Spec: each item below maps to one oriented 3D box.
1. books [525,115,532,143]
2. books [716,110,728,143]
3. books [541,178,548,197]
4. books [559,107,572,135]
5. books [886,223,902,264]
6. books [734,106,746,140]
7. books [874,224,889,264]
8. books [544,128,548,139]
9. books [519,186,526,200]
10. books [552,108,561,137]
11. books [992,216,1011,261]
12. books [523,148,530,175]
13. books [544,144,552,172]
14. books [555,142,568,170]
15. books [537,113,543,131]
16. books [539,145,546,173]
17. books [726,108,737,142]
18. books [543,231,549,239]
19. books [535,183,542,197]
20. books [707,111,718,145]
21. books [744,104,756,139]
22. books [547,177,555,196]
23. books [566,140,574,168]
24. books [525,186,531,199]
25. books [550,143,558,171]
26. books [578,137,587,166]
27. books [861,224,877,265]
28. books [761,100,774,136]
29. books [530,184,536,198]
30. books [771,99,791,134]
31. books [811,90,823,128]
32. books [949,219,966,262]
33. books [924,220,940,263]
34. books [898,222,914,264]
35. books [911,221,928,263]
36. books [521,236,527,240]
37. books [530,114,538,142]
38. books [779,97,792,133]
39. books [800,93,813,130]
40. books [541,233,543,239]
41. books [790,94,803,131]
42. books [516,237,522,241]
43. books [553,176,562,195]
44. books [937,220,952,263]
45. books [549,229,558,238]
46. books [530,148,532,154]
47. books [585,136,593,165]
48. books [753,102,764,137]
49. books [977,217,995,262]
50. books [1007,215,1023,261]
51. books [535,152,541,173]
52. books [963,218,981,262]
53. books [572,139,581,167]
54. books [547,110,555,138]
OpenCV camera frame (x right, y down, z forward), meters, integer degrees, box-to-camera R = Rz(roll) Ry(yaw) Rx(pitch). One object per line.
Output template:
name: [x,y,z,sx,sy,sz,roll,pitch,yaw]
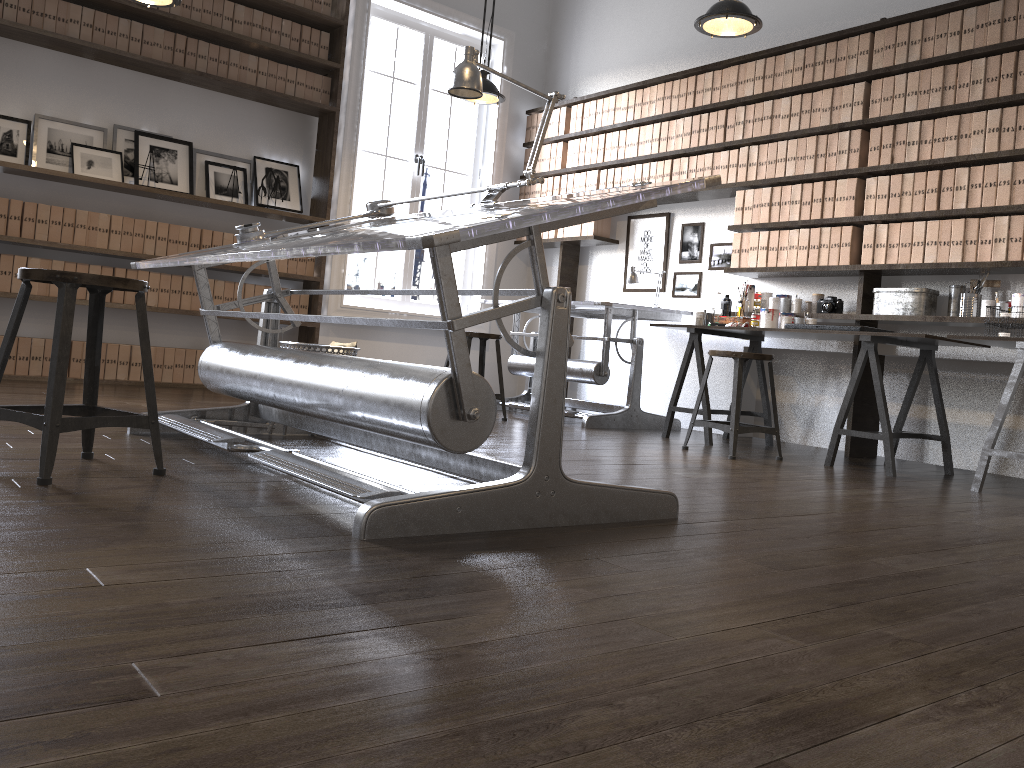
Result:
books: [0.202,-2.116,7.415,0.174,0.226,0.067,5,-1,-38]
books: [1.428,-1.667,5.816,0.174,0.226,0.067,5,-1,-38]
books: [0.325,-1.544,7.196,0.174,0.226,0.067,5,-1,-38]
books: [0.468,-2.081,7.081,0.174,0.226,0.067,5,-1,-38]
books: [2.125,-0.752,4.830,0.174,0.226,0.067,5,-1,-38]
books: [1.518,-1.655,5.701,0.174,0.226,0.067,5,-1,-38]
books: [2.079,-0.758,4.882,0.174,0.226,0.067,5,-1,-38]
books: [0.340,-2.098,7.250,0.174,0.226,0.067,5,-1,-38]
books: [0.147,-1.568,7.413,0.174,0.226,0.067,5,-1,-38]
books: [0.422,-2.087,7.137,0.174,0.226,0.067,5,-1,-38]
books: [2.460,-0.707,4.393,0.174,0.226,0.067,5,-1,-38]
books: [0.187,-1.839,7.406,0.174,0.226,0.067,5,-1,-38]
books: [0.351,-1.817,7.189,0.174,0.226,0.067,5,-1,-38]
books: [0.441,-1.805,7.083,0.174,0.226,0.067,5,-1,-38]
books: [0.294,-2.104,7.303,0.174,0.226,0.067,5,-1,-38]
books: [0.314,-1.822,7.244,0.174,0.226,0.067,5,-1,-38]
books: [1.478,-1.661,5.760,0.174,0.226,0.067,5,-1,-38]
books: [0.342,-1.262,7.128,0.174,0.226,0.067,5,-1,-38]
books: [0.278,-1.551,7.250,0.174,0.226,0.067,5,-1,-38]
books: [1.386,-1.673,5.877,0.174,0.226,0.067,5,-1,-38]
books: [1.565,-1.649,5.648,0.174,0.226,0.067,5,-1,-38]
books: [0.367,-1.539,7.134,0.174,0.226,0.067,5,-1,-38]
books: [0.522,-1.788,6.975,0.174,0.226,0.067,5,-1,-38]
books: [0.193,-1.562,7.364,0.174,0.226,0.067,5,-1,-38]
books: [0.397,-1.811,7.139,0.174,0.226,0.067,5,-1,-38]
books: [0.608,-1.777,6.859,0.174,0.226,0.067,5,-1,-38]
books: [2.031,-0.764,4.937,0.174,0.226,0.067,5,-1,-38]
books: [1.646,-1.638,5.536,0.174,0.226,0.067,5,-1,-38]
books: [0.237,-1.556,7.308,0.174,0.226,0.067,5,-1,-38]
books: [1.691,-1.632,5.486,0.174,0.226,0.067,5,-1,-38]
books: [1.862,-1.610,5.271,0.174,0.226,0.067,5,-1,-38]
books: [2.330,-0.724,4.557,0.174,0.226,0.067,5,-1,-38]
books: [2.253,-0.734,4.660,0.174,0.226,0.067,5,-1,-38]
books: [2.166,-0.746,4.774,0.174,0.226,0.067,5,-1,-38]
books: [2.206,-0.740,4.716,0.174,0.226,0.067,5,-1,-38]
books: [0.173,-1.285,7.345,0.174,0.226,0.067,5,-1,-38]
books: [0.246,-2.110,7.358,0.174,0.226,0.067,5,-1,-38]
books: [1.728,-1.627,5.436,0.174,0.226,0.067,5,-1,-38]
books: [1.818,-1.615,5.325,0.174,0.226,0.067,5,-1,-38]
books: [0.297,-1.268,7.185,0.174,0.226,0.067,5,-1,-38]
books: [1.771,-1.621,5.378,0.174,0.226,0.067,5,-1,-38]
books: [0.131,-1.291,7.408,0.174,0.226,0.067,5,-1,-38]
books: [0.417,-1.532,7.079,0.174,0.226,0.067,5,-1,-38]
books: [2.293,-0.729,4.612,0.174,0.226,0.067,5,-1,-38]
books: [0.389,-1.256,7.073,0.174,0.226,0.067,5,-1,-38]
books: [0.227,-1.833,7.348,0.174,0.226,0.067,5,-1,-38]
books: [0.650,-1.771,6.812,0.174,0.226,0.067,5,-1,-38]
books: [1.609,-1.643,5.592,0.174,0.226,0.067,5,-1,-38]
books: [2.420,-0.712,4.451,0.174,0.226,0.067,5,-1,-38]
books: [2.508,-0.700,4.340,0.174,0.226,0.067,5,-1,-38]
books: [0.274,-1.827,7.292,0.174,0.226,0.067,5,-1,-38]
books: [2.376,-0.718,4.507,0.174,0.226,0.067,5,-1,-38]
books: [0.564,-1.783,6.916,0.174,0.226,0.067,5,-1,-38]
books: [0.381,-2.093,7.194,0.174,0.226,0.067,5,-1,-38]
